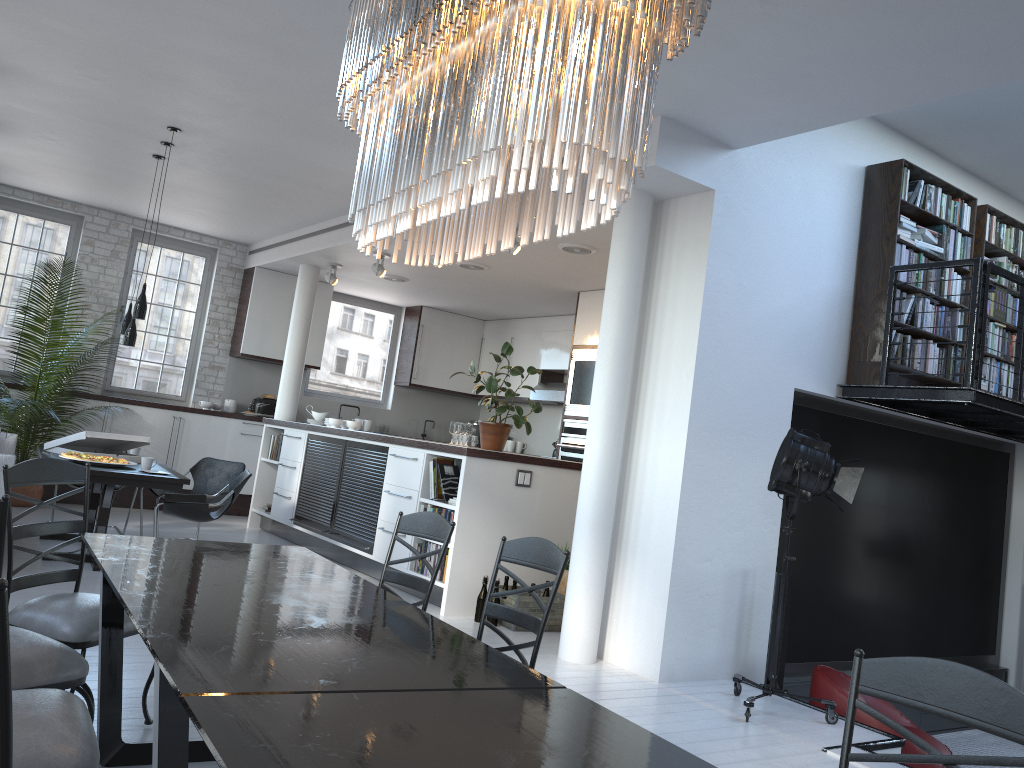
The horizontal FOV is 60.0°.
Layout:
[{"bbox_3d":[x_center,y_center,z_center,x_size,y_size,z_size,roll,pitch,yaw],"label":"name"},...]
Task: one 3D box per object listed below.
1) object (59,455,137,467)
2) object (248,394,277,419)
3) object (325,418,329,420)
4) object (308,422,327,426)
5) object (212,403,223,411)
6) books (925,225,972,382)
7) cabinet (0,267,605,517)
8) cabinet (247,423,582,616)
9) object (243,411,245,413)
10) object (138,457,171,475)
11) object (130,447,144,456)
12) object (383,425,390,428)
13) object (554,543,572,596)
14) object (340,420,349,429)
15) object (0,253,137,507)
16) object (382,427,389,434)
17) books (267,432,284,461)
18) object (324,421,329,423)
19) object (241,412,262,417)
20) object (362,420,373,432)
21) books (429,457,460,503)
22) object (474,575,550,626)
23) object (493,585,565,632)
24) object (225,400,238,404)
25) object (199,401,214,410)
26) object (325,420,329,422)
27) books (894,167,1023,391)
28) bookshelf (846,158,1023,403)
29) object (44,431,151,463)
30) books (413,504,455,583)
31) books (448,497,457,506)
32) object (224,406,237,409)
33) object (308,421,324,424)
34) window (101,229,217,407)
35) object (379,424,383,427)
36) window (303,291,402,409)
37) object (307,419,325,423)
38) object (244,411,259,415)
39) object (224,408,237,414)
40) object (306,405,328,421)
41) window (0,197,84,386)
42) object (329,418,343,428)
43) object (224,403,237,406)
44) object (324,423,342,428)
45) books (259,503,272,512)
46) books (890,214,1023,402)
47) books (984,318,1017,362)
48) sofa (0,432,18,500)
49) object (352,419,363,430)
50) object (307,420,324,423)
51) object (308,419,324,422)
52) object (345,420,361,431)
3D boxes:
[{"bbox_3d":[-3.042,0.576,6.517,0.530,0.042,0.532,11,-5,-38],"label":"object"},{"bbox_3d":[-3.072,0.275,11.061,0.412,0.292,0.278,11,-6,-35],"label":"object"},{"bbox_3d":[-1.934,0.408,9.709,0.236,0.041,0.234,8,-4,6],"label":"object"},{"bbox_3d":[-2.169,0.450,9.919,0.262,0.028,0.260,4,-6,44],"label":"object"},{"bbox_3d":[-3.569,0.278,10.687,0.157,0.093,0.156,5,-6,35],"label":"object"},{"bbox_3d":[4.918,-0.463,5.367,1.592,1.144,4.336,12,-6,-36],"label":"books"},{"bbox_3d":[-1.420,0.148,8.347,7.201,3.013,7.300,11,-6,-35],"label":"cabinet"},{"bbox_3d":[-1.041,1.137,8.427,1.494,1.176,4.170,11,-6,-35],"label":"cabinet"},{"bbox_3d":[-3.194,0.360,10.767,0.136,0.037,0.138,11,-5,-36],"label":"object"},{"bbox_3d":[-2.635,0.600,6.505,0.302,0.097,0.175,4,-6,45],"label":"object"},{"bbox_3d":[-3.301,0.599,7.762,0.204,0.099,0.175,11,-5,-30],"label":"object"},{"bbox_3d":[-1.699,0.600,11.916,0.094,0.098,0.094,10,-6,-18],"label":"object"},{"bbox_3d":[0.424,1.486,6.618,0.345,0.623,0.210,5,-7,23],"label":"object"},{"bbox_3d":[-1.784,0.437,9.501,0.157,0.093,0.156,4,-6,41],"label":"object"},{"bbox_3d":[-4.946,-0.083,8.856,1.924,2.633,2.388,7,-6,13],"label":"object"},{"bbox_3d":[-1.703,0.630,11.913,0.094,0.098,0.094,10,-6,-18],"label":"object"},{"bbox_3d":[-2.434,0.680,9.600,0.252,0.324,0.509,12,-6,-35],"label":"books"},{"bbox_3d":[-1.940,0.443,9.705,0.235,0.041,0.236,11,-5,-36],"label":"object"},{"bbox_3d":[-3.154,0.372,10.726,0.262,0.028,0.260,4,-6,42],"label":"object"},{"bbox_3d":[-1.891,0.549,11.573,0.109,0.153,0.137,6,-6,15],"label":"object"},{"bbox_3d":[-0.496,0.740,6.809,0.185,0.330,0.323,12,-7,-35],"label":"books"},{"bbox_3d":[0.026,1.557,6.323,0.555,0.326,0.288,9,-5,-8],"label":"object"},{"bbox_3d":[0.119,1.613,6.387,0.454,0.249,0.389,11,-6,-29],"label":"object"},{"bbox_3d":[-3.460,0.231,10.909,0.154,0.075,0.152,6,-5,22],"label":"object"},{"bbox_3d":[-3.627,0.259,10.532,0.156,0.093,0.157,11,-6,-36],"label":"object"},{"bbox_3d":[-1.937,0.425,9.707,0.234,0.041,0.236,12,-6,-42],"label":"object"},{"bbox_3d":[3.467,-0.698,6.893,2.198,1.428,0.315,11,-7,-34],"label":"books"},{"bbox_3d":[5.014,-0.509,5.430,3.077,1.622,4.476,11,-6,-35],"label":"bookshelf"},{"bbox_3d":[-3.368,0.490,7.224,0.588,0.217,0.588,5,-5,34],"label":"object"},{"bbox_3d":[-0.371,1.081,6.761,0.490,0.801,0.540,12,-7,-35],"label":"books"},{"bbox_3d":[-0.325,0.886,6.607,0.271,0.054,0.204,11,-6,-39],"label":"books"},{"bbox_3d":[-3.466,0.292,10.902,0.153,0.074,0.153,11,-5,-32],"label":"object"},{"bbox_3d":[-2.168,0.443,9.920,0.261,0.028,0.261,9,-4,-11],"label":"object"},{"bbox_3d":[-6.433,-1.119,14.631,8.104,6.095,9.146,11,-6,-35],"label":"window"},{"bbox_3d":[-1.759,0.598,12.001,0.094,0.098,0.093,4,-7,38],"label":"object"},{"bbox_3d":[-2.181,-0.466,12.118,1.293,1.464,0.133,12,-7,-35],"label":"window"},{"bbox_3d":[-2.165,0.428,9.922,0.261,0.028,0.261,8,-4,-7],"label":"object"},{"bbox_3d":[-3.159,0.356,10.728,0.138,0.044,0.136,7,-5,17],"label":"object"},{"bbox_3d":[-3.470,0.328,10.901,0.153,0.056,0.152,7,-5,8],"label":"object"},{"bbox_3d":[-2.179,0.339,9.928,0.269,0.174,0.130,8,-6,-6],"label":"object"},{"bbox_3d":[-5.473,-1.019,9.784,1.029,1.999,0.133,12,-8,-35],"label":"window"},{"bbox_3d":[-1.856,0.414,9.326,0.156,0.093,0.156,11,-6,-35],"label":"object"},{"bbox_3d":[-3.462,0.263,10.904,0.153,0.063,0.152,8,-5,-6],"label":"object"},{"bbox_3d":[-1.942,0.460,9.703,0.234,0.041,0.236,11,-6,-39],"label":"object"},{"bbox_3d":[-2.491,1.230,9.572,0.292,0.325,0.472,12,-6,-37],"label":"books"},{"bbox_3d":[4.699,-0.640,5.201,2.197,1.414,4.378,11,-6,-36],"label":"books"},{"bbox_3d":[5.142,-0.557,5.494,1.165,1.409,4.384,12,-6,-35],"label":"books"},{"bbox_3d":[-4.138,0.754,6.398,0.917,0.774,2.655,11,-5,-28],"label":"sofa"},{"bbox_3d":[-2.018,0.532,11.583,0.137,0.153,0.109,12,-7,-40],"label":"object"},{"bbox_3d":[-2.167,0.436,9.921,0.261,0.028,0.261,9,-4,-11],"label":"object"},{"bbox_3d":[-2.165,0.421,9.923,0.262,0.028,0.260,4,-6,42],"label":"object"},{"bbox_3d":[-1.682,0.441,9.357,0.156,0.093,0.156,10,-5,-20],"label":"object"}]
